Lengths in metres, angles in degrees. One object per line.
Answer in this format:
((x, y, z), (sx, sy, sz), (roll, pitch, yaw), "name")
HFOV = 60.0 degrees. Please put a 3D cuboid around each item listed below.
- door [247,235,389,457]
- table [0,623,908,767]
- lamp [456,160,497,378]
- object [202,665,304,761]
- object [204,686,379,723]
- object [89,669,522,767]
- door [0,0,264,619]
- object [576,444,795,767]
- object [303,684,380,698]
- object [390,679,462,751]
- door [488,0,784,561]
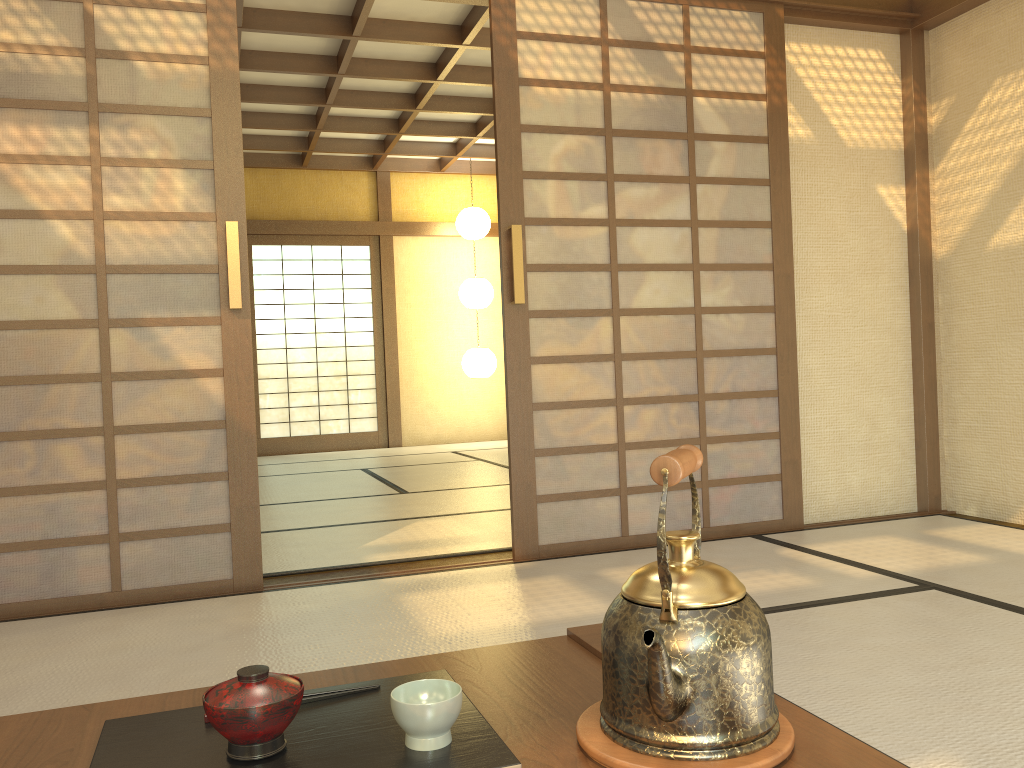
((-2.725, -0.375, 8.882), (2.890, 2.230, 0.140), (-3, 1, -18), "door")
((-0.107, 0.543, 0.693), (1.000, 0.350, 1.000), (-3, 1, -18), "table")
((-0.378, -1.209, 9.083), (0.363, 2.297, 0.363), (-3, 1, -6), "lamp")
((-0.263, 0.332, 0.906), (0.100, 0.080, 0.100), (-3, 1, -18), "object")
((-0.252, 0.369, 1.032), (0.200, 0.008, 0.008), (-3, 1, -25), "object")
((-0.227, 0.377, 0.931), (0.400, 0.007, 0.300), (-3, 1, -18), "object")
((-1.519, -0.377, 2.953), (1.230, 2.265, 0.076), (-3, 1, -18), "door")
((0.171, 0.215, 0.906), (0.219, 0.296, 0.226), (-3, 1, -23), "object")
((-0.254, 0.369, 1.045), (0.200, 0.008, 0.008), (-3, 1, -20), "object")
((-0.087, 0.341, 0.911), (0.074, 0.052, 0.073), (-2, 1, 25), "object")
((0.534, -0.474, 3.634), (1.230, 2.265, 0.076), (-3, 1, -18), "door")
